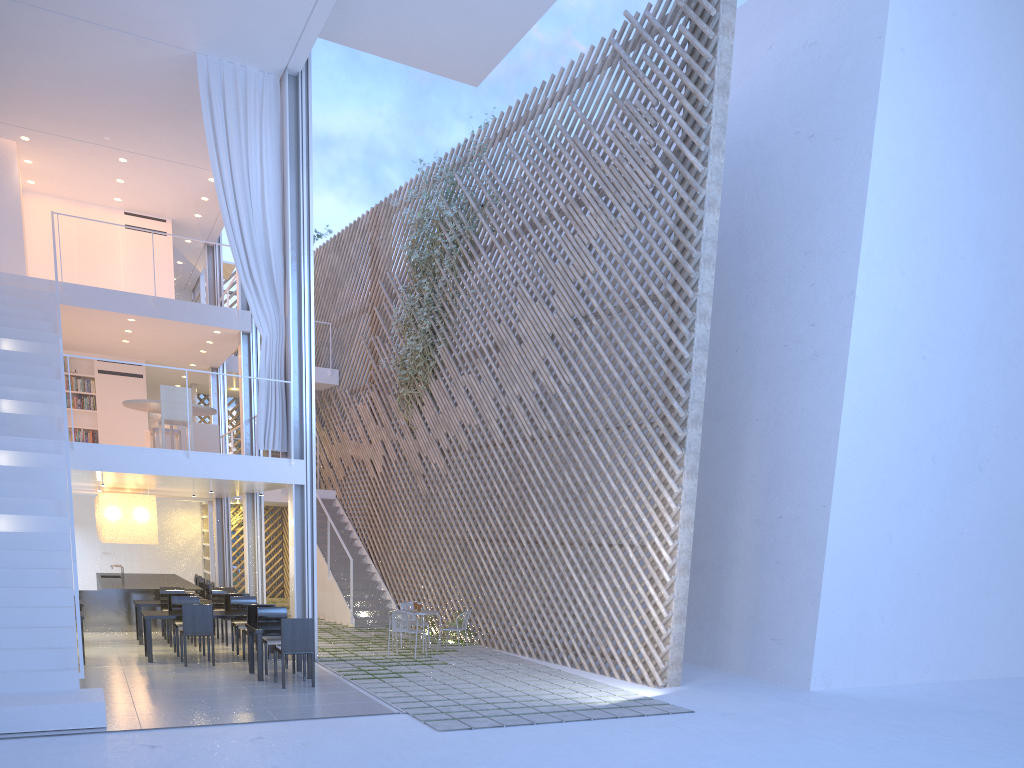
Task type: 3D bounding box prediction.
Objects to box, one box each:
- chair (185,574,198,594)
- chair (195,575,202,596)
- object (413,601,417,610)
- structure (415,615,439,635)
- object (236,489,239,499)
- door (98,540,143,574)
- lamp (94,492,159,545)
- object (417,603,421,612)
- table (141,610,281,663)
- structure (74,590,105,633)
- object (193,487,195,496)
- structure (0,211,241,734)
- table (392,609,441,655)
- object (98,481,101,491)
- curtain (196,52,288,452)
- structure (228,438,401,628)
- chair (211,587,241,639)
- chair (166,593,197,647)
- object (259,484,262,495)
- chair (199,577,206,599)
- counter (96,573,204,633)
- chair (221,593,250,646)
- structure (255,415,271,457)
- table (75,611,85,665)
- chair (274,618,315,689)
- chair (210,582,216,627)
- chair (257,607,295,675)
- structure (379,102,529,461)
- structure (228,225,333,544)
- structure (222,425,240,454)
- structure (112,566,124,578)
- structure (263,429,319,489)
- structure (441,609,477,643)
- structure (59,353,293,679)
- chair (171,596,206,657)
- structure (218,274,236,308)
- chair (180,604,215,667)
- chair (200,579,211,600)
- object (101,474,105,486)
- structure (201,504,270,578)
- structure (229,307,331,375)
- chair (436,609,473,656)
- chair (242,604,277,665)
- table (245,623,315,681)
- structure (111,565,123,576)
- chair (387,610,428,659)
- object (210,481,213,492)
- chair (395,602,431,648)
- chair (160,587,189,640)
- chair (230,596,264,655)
[{"bbox_3d":[-3.520,2.262,8.879,0.239,0.452,0.182,-1,8,-25],"label":"chair"},{"bbox_3d":[-3.368,2.212,8.584,0.239,0.452,0.183,-1,9,-29],"label":"chair"},{"bbox_3d":[-0.782,1.793,6.659,0.031,0.079,0.030,5,9,18],"label":"object"},{"bbox_3d":[-0.793,2.274,7.856,0.267,0.267,0.257,2,1,-20],"label":"structure"},{"bbox_3d":[-2.249,0.900,6.738,0.029,0.081,0.027,0,9,-16],"label":"object"},{"bbox_3d":[-4.177,1.626,7.714,0.480,1.184,5.491,0,-9,-16],"label":"door"},{"bbox_3d":[-3.800,1.322,8.041,0.449,0.428,2.290,2,-9,-28],"label":"lamp"},{"bbox_3d":[-0.730,1.760,6.474,0.031,0.079,0.030,5,9,18],"label":"object"},{"bbox_3d":[-2.132,1.797,5.884,0.921,0.337,0.345,6,-2,-27],"label":"table"},{"bbox_3d":[-3.725,1.901,6.877,0.558,0.380,0.011,4,9,-26],"label":"structure"},{"bbox_3d":[-2.548,0.859,6.586,0.029,0.081,0.027,0,9,-16],"label":"object"},{"bbox_3d":[-2.269,0.187,5.189,1.723,3.393,3.593,-1,1,-28],"label":"structure"},{"bbox_3d":[-0.766,1.985,6.601,0.346,0.342,0.345,2,0,25],"label":"table"},{"bbox_3d":[-3.150,0.777,6.278,0.029,0.081,0.027,0,9,-16],"label":"object"},{"bbox_3d":[-1.735,-0.779,5.355,0.510,2.493,0.092,-3,12,-28],"label":"curtain"},{"bbox_3d":[-2.113,1.538,8.683,1.177,2.012,1.925,-2,3,-34],"label":"structure"},{"bbox_3d":[-2.438,1.953,7.020,0.191,0.451,0.230,-2,8,-27],"label":"chair"},{"bbox_3d":[-2.587,1.835,6.426,0.191,0.451,0.230,-2,8,-27],"label":"chair"},{"bbox_3d":[-2.969,1.167,6.320,1.681,0.831,1.827,6,-8,-29],"label":"object"},{"bbox_3d":[-3.229,2.161,8.282,0.239,0.451,0.183,-2,9,-32],"label":"chair"},{"bbox_3d":[-3.690,2.162,8.275,0.819,0.377,2.501,6,-11,-27],"label":"counter"},{"bbox_3d":[-2.223,1.885,6.612,0.191,0.451,0.230,-2,8,-27],"label":"chair"},{"bbox_3d":[-1.858,0.443,6.487,0.028,0.562,1.687,-4,-5,-28],"label":"structure"},{"bbox_3d":[-3.017,1.676,5.429,0.360,0.340,0.345,2,0,-27],"label":"table"},{"bbox_3d":[-1.311,1.605,4.943,0.191,0.451,0.230,-2,8,-27],"label":"chair"},{"bbox_3d":[-2.912,2.063,7.696,0.239,0.452,0.182,-1,8,-25],"label":"chair"},{"bbox_3d":[-1.542,1.679,5.381,0.191,0.451,0.230,-2,8,-27],"label":"chair"},{"bbox_3d":[-0.590,-0.693,7.380,0.731,2.799,2.309,-5,6,-36],"label":"structure"},{"bbox_3d":[-3.495,0.370,11.603,1.106,4.650,3.217,-4,6,-30],"label":"structure"},{"bbox_3d":[-2.706,0.713,8.092,0.028,0.562,1.689,-4,-5,-28],"label":"structure"},{"bbox_3d":[-4.042,1.928,8.441,0.113,0.127,0.033,2,9,-26],"label":"structure"},{"bbox_3d":[-2.873,0.405,10.177,0.530,1.939,1.224,-4,7,-33],"label":"structure"},{"bbox_3d":[-0.477,2.147,7.295,0.294,0.332,0.310,1,2,-42],"label":"structure"},{"bbox_3d":[-1.790,0.710,4.749,1.365,1.837,1.406,0,3,-27],"label":"structure"},{"bbox_3d":[-2.350,1.760,5.977,0.191,0.451,0.230,-2,8,-27],"label":"chair"},{"bbox_3d":[-2.655,-0.683,7.818,0.028,0.562,1.689,-4,-5,-28],"label":"structure"},{"bbox_3d":[-2.135,1.691,5.569,0.191,0.451,0.230,-2,8,-27],"label":"chair"},{"bbox_3d":[-3.064,2.113,7.992,0.239,0.452,0.183,-1,9,-29],"label":"chair"},{"bbox_3d":[-2.693,0.632,5.413,0.029,0.081,0.027,0,9,-16],"label":"object"},{"bbox_3d":[-3.636,1.887,10.956,1.141,2.057,0.277,-1,11,-26],"label":"structure"},{"bbox_3d":[-2.540,-0.455,8.985,1.145,0.583,0.026,5,8,-27],"label":"structure"},{"bbox_3d":[-0.446,1.967,6.547,0.248,0.391,0.254,3,5,13],"label":"chair"},{"bbox_3d":[-1.771,1.741,5.756,0.191,0.451,0.230,-2,8,-27],"label":"chair"},{"bbox_3d":[-1.478,1.701,5.240,0.360,0.340,0.345,2,0,-27],"label":"table"},{"bbox_3d":[-4.197,1.978,8.735,0.113,0.127,0.033,2,9,-26],"label":"structure"},{"bbox_3d":[-0.809,1.900,6.269,0.261,0.391,0.241,4,5,18],"label":"chair"},{"bbox_3d":[-2.091,0.714,5.722,0.029,0.081,0.027,0,9,-16],"label":"object"},{"bbox_3d":[-0.847,2.018,6.901,0.262,0.391,0.239,0,5,-27],"label":"chair"},{"bbox_3d":[-2.803,1.904,6.833,0.191,0.451,0.230,-2,8,-27],"label":"chair"},{"bbox_3d":[-1.986,1.809,6.164,0.191,0.451,0.230,-2,8,-27],"label":"chair"}]
